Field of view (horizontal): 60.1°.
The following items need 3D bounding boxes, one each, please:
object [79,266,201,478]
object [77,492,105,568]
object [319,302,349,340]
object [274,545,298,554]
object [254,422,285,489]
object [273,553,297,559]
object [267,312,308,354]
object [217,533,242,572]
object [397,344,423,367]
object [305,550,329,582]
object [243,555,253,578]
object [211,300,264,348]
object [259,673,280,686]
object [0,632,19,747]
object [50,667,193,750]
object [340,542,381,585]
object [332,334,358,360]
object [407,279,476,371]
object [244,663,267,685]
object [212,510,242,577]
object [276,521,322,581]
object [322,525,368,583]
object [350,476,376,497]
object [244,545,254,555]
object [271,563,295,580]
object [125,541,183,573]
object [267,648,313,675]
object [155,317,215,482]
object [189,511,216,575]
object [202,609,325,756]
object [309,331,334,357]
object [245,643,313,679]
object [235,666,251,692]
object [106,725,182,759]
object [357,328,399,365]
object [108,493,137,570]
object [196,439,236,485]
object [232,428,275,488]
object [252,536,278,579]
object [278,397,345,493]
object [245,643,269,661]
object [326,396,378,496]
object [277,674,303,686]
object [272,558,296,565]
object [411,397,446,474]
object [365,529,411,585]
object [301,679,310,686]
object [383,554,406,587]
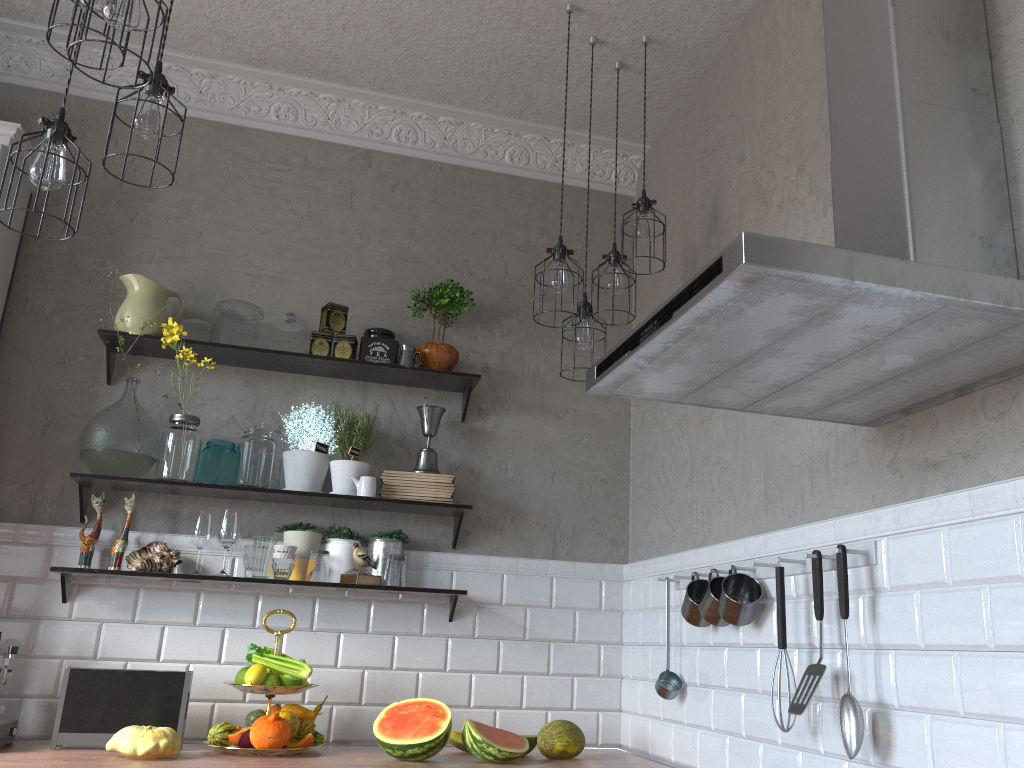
[{"bbox_3d":[-1.300,-0.018,3.001,0.331,0.675,0.341,-13,-23,42],"label":"object"},{"bbox_3d":[-1.388,0.484,2.920,0.054,0.264,0.060,18,-22,-41],"label":"object"},{"bbox_3d":[-0.662,-0.233,3.283,0.084,0.113,0.081,14,-20,-32],"label":"object"},{"bbox_3d":[-0.761,0.570,2.968,0.078,0.051,0.076,11,-19,-27],"label":"object"},{"bbox_3d":[-0.899,0.278,3.206,0.132,0.264,0.130,5,-17,-8],"label":"object"},{"bbox_3d":[-0.763,0.594,2.961,0.077,0.051,0.077,1,-17,4],"label":"object"},{"bbox_3d":[-0.842,-0.164,3.333,0.137,0.220,0.142,-9,-20,34],"label":"object"},{"bbox_3d":[-0.969,0.553,3.019,0.083,0.217,0.080,12,-19,-27],"label":"object"},{"bbox_3d":[-0.379,-0.095,3.285,0.094,0.096,0.074,7,-17,-13],"label":"object"},{"bbox_3d":[-0.664,0.627,3.039,0.079,0.108,0.076,9,-18,-20],"label":"object"},{"bbox_3d":[-0.888,0.632,3.040,0.077,0.083,0.078,2,-17,4],"label":"object"},{"bbox_3d":[-0.995,-0.193,3.195,0.169,0.184,0.174,-5,-18,24],"label":"object"},{"bbox_3d":[-0.741,0.915,2.707,0.064,0.061,0.066,7,-17,-14],"label":"object"},{"bbox_3d":[-1.518,0.839,2.505,0.208,0.370,0.349,7,-17,-13],"label":"object"},{"bbox_3d":[-1.164,0.976,2.663,0.355,0.226,0.087,7,-17,-14],"label":"object"},{"bbox_3d":[-0.515,0.627,3.074,0.098,0.147,0.121,-13,-23,42],"label":"object"},{"bbox_3d":[-0.618,-0.117,3.273,0.083,0.113,0.082,4,-17,-4],"label":"object"},{"bbox_3d":[-0.265,-0.211,3.406,0.259,0.397,0.242,0,-17,10],"label":"object"},{"bbox_3d":[-0.777,0.885,2.690,0.059,0.069,0.079,1,-17,5],"label":"object"},{"bbox_3d":[-0.945,0.529,2.937,0.083,0.217,0.080,12,-19,-27],"label":"object"},{"bbox_3d":[-0.755,0.585,3.101,0.159,0.217,0.153,14,-20,-33],"label":"object"},{"bbox_3d":[-0.606,0.609,3.146,0.171,0.214,0.149,-2,-17,15],"label":"object"},{"bbox_3d":[-0.509,0.364,3.108,0.105,0.071,0.063,-2,-17,15],"label":"object"},{"bbox_3d":[-0.886,0.600,3.050,0.077,0.083,0.078,2,-17,4],"label":"object"},{"bbox_3d":[-0.765,0.627,2.951,0.078,0.051,0.076,9,-18,-20],"label":"object"},{"bbox_3d":[-1.179,0.569,2.914,0.180,0.111,0.094,15,-20,-35],"label":"object"},{"bbox_3d":[-0.713,0.894,2.825,0.180,0.096,0.088,1,-17,5],"label":"object"},{"bbox_3d":[-1.123,0.056,2.985,0.194,0.540,0.276,10,-18,-21],"label":"object"},{"bbox_3d":[-1.054,0.544,3.001,0.083,0.217,0.080,12,-19,-27],"label":"object"},{"bbox_3d":[-0.747,0.921,2.762,0.358,0.426,0.345,12,-19,-28],"label":"object"},{"bbox_3d":[-0.704,-0.126,3.254,0.083,0.113,0.082,7,-17,-13],"label":"object"},{"bbox_3d":[-0.724,0.862,2.758,0.212,0.101,0.066,5,-17,-8],"label":"object"},{"bbox_3d":[-0.810,0.918,2.750,0.097,0.078,0.099,11,-19,-26],"label":"object"},{"bbox_3d":[-1.026,1.001,2.480,0.199,0.083,0.187,6,-17,-13],"label":"object"},{"bbox_3d":[-0.509,-0.119,3.359,0.143,0.174,0.140,7,-17,-13],"label":"object"},{"bbox_3d":[-1.282,0.492,2.932,0.052,0.264,0.062,-4,-18,21],"label":"object"},{"bbox_3d":[-1.029,0.288,3.100,0.127,0.172,0.125,6,-17,-10],"label":"object"},{"bbox_3d":[-0.887,0.263,3.053,0.124,0.206,0.125,0,-17,8],"label":"object"},{"bbox_3d":[-0.839,0.589,2.986,0.080,0.139,0.077,17,-22,-39],"label":"object"},{"bbox_3d":[-0.723,0.236,3.205,0.244,0.354,0.235,2,-17,4],"label":"object"},{"bbox_3d":[-0.788,0.836,2.752,0.074,0.058,0.050,15,-21,-36],"label":"object"},{"bbox_3d":[-0.581,0.226,3.194,0.166,0.380,0.187,-9,-21,35],"label":"object"},{"bbox_3d":[-0.695,0.932,2.752,0.077,0.062,0.098,17,-22,-39],"label":"object"},{"bbox_3d":[-0.764,0.610,2.956,0.078,0.051,0.076,9,-18,-20],"label":"object"},{"bbox_3d":[-0.310,0.205,3.305,0.133,0.288,0.128,12,-19,-28],"label":"object"},{"bbox_3d":[-0.447,0.632,3.195,0.160,0.213,0.151,8,-17,-16],"label":"object"},{"bbox_3d":[-0.663,0.942,2.791,0.052,0.050,0.049,4,-17,-5],"label":"object"},{"bbox_3d":[-0.405,0.651,3.080,0.079,0.108,0.076,9,-18,-20],"label":"object"}]
